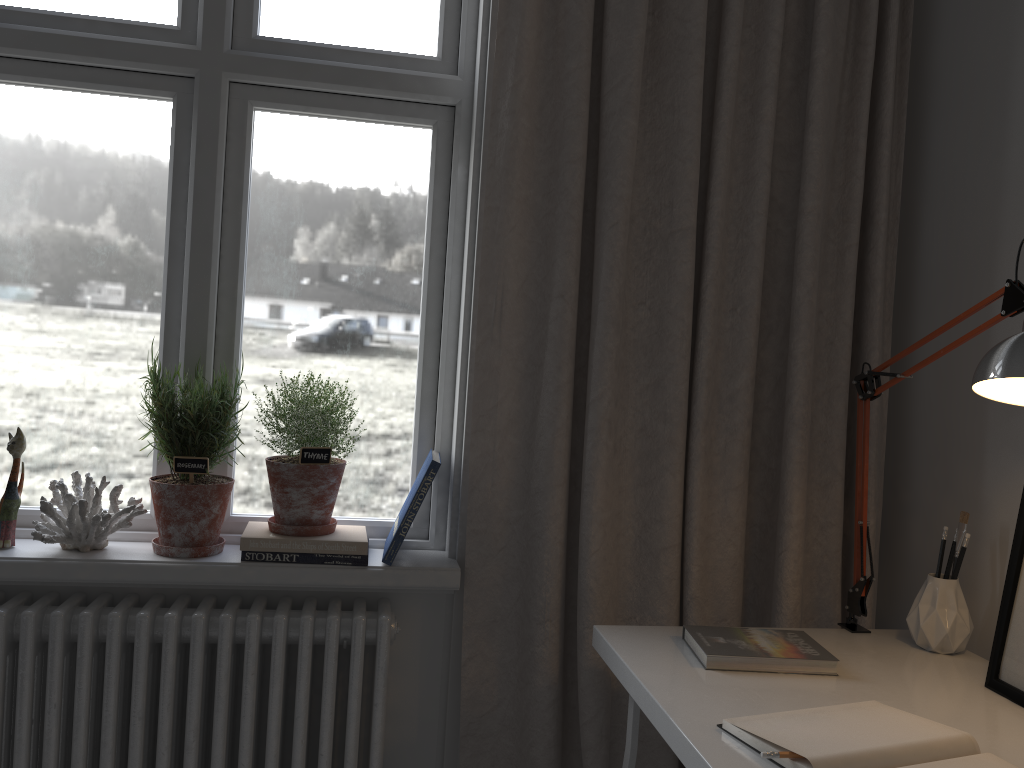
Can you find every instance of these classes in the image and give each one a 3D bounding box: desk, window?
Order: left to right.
[{"bbox_3d":[-0.612,-0.438,1.794,1.047,1.536,0.079,3,1,-9],"label":"window"},{"bbox_3d":[0.521,0.846,1.064,0.641,0.776,1.163,3,1,-9],"label":"desk"}]

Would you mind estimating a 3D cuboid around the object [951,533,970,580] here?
[{"bbox_3d":[0.752,0.354,1.519,0.008,0.207,0.054,3,1,-26],"label":"object"}]

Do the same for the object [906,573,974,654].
[{"bbox_3d":[0.740,0.395,1.532,0.101,0.126,0.101,3,1,-9],"label":"object"}]

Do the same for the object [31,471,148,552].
[{"bbox_3d":[-0.798,0.243,1.660,0.212,0.149,0.186,4,1,-1],"label":"object"}]

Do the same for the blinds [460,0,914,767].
[{"bbox_3d":[0.357,-0.137,1.689,0.831,2.680,0.225,3,1,-9],"label":"blinds"}]

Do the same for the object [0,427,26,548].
[{"bbox_3d":[-0.924,0.190,1.645,0.045,0.224,0.052,4,2,32],"label":"object"}]

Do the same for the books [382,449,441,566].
[{"bbox_3d":[-0.199,0.241,1.769,0.101,0.211,0.175,4,1,-6],"label":"books"}]

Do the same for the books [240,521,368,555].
[{"bbox_3d":[-0.403,0.301,1.736,0.246,0.025,0.157,3,2,-7],"label":"books"}]

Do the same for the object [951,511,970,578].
[{"bbox_3d":[0.762,0.338,1.529,0.028,0.239,0.023,3,1,-12],"label":"object"}]

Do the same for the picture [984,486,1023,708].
[{"bbox_3d":[0.782,0.303,1.225,0.062,0.333,0.261,3,1,-9],"label":"picture"}]

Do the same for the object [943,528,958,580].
[{"bbox_3d":[0.752,0.354,1.543,0.054,0.207,0.008,3,1,-22],"label":"object"}]

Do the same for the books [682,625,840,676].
[{"bbox_3d":[0.394,0.427,1.428,0.207,0.024,0.149,4,2,-3],"label":"books"}]

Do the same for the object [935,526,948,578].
[{"bbox_3d":[0.740,0.353,1.545,0.054,0.207,0.008,2,2,-44],"label":"object"}]

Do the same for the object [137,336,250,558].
[{"bbox_3d":[-0.615,0.117,1.694,0.183,0.410,0.199,5,2,41],"label":"object"}]

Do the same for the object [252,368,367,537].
[{"bbox_3d":[-0.392,0.130,1.729,0.220,0.318,0.210,4,2,28],"label":"object"}]

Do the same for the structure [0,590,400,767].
[{"bbox_3d":[-0.669,0.703,1.687,0.935,0.600,0.216,3,1,-10],"label":"structure"}]

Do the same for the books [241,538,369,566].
[{"bbox_3d":[-0.401,0.325,1.743,0.245,0.022,0.156,4,2,-5],"label":"books"}]

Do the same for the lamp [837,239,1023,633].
[{"bbox_3d":[0.642,0.156,1.372,0.164,0.745,0.568,3,1,-14],"label":"lamp"}]

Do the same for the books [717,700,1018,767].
[{"bbox_3d":[0.438,0.438,1.017,0.291,0.029,0.358,3,2,-23],"label":"books"}]
